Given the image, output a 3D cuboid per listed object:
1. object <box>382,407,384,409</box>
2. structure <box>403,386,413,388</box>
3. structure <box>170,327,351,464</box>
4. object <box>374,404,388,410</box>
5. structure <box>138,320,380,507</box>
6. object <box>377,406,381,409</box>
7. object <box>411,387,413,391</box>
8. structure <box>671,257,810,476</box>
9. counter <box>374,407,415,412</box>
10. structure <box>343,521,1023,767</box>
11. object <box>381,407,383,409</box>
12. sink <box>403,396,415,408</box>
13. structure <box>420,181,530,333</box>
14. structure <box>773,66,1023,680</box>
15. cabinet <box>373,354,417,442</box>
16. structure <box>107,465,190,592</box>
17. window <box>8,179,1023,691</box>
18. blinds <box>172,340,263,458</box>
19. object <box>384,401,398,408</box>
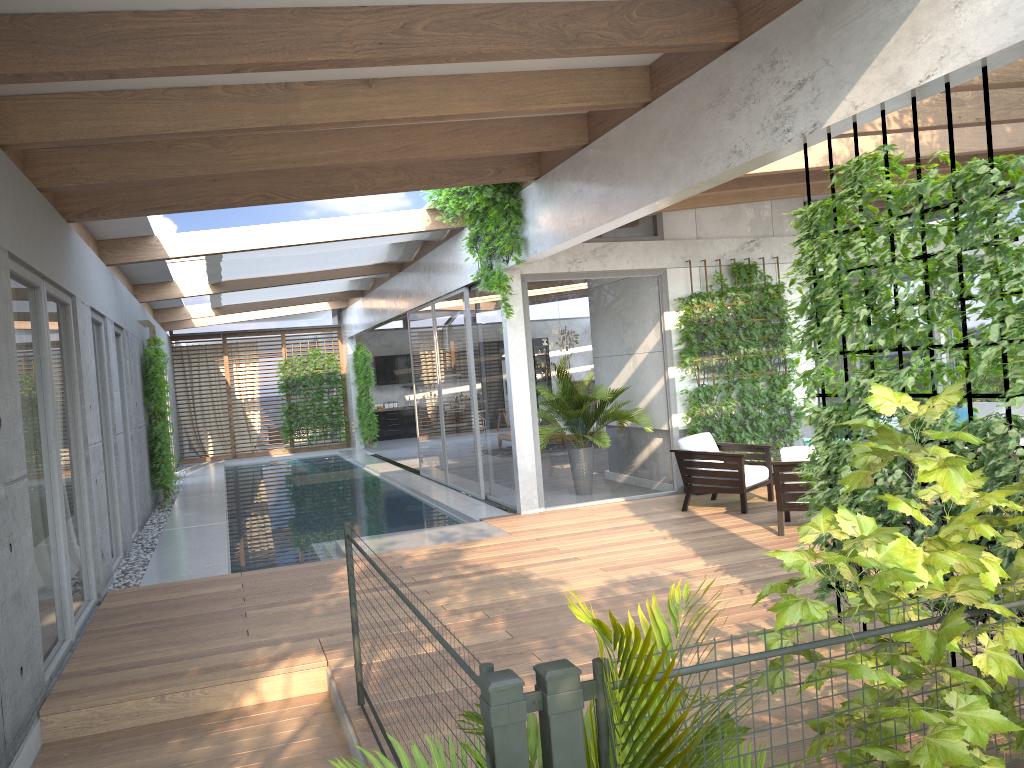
[{"bbox_3d":[-3.530,0.644,24.160,0.073,0.055,0.083,-5,1,-42],"label":"object"},{"bbox_3d":[-2.595,0.050,24.862,0.932,0.046,0.081,-5,1,-18],"label":"structure"},{"bbox_3d":[-6.288,0.246,22.010,4.313,3.079,0.085,-5,1,-18],"label":"structure"},{"bbox_3d":[-3.640,0.627,24.264,0.381,0.134,0.590,-5,1,-30],"label":"object"},{"bbox_3d":[-4.421,0.299,17.540,2.739,2.687,10.282,-4,1,-1],"label":"structure"},{"bbox_3d":[-3.613,0.636,24.089,0.090,0.087,0.086,-5,1,-41],"label":"object"},{"bbox_3d":[-2.772,0.126,24.789,0.117,0.139,0.093,-5,1,-16],"label":"object"},{"bbox_3d":[2.756,-0.167,10.586,1.851,2.669,0.500,-5,1,-18],"label":"structure"},{"bbox_3d":[-2.594,0.638,24.589,3.805,0.061,0.607,-5,1,-18],"label":"counter"},{"bbox_3d":[6.729,0.611,11.184,15.587,3.022,31.708,-4,1,23],"label":"structure"},{"bbox_3d":[-3.542,0.644,24.134,0.072,0.057,0.083,-5,1,-42],"label":"object"},{"bbox_3d":[-2.787,0.593,24.528,0.526,0.514,0.514,-5,1,-18],"label":"sink"},{"bbox_3d":[-0.382,-1.540,9.565,0.918,2.054,1.822,-5,1,-21],"label":"structure"},{"bbox_3d":[1.899,0.004,4.287,0.500,2.687,1.807,-5,1,-18],"label":"structure"},{"bbox_3d":[-1.645,0.126,24.930,5.901,2.502,0.709,-5,1,-20],"label":"cabinet"},{"bbox_3d":[-5.518,1.848,13.988,0.477,0.068,13.673,-5,1,-18],"label":"structure"},{"bbox_3d":[0.275,-0.543,18.123,14.294,3.764,23.280,-5,1,-18],"label":"window"},{"bbox_3d":[-7.242,0.408,22.066,2.087,2.898,0.692,-5,1,-14],"label":"blinds"},{"bbox_3d":[-3.357,0.567,24.560,0.405,0.200,0.147,-5,1,-17],"label":"object"}]
